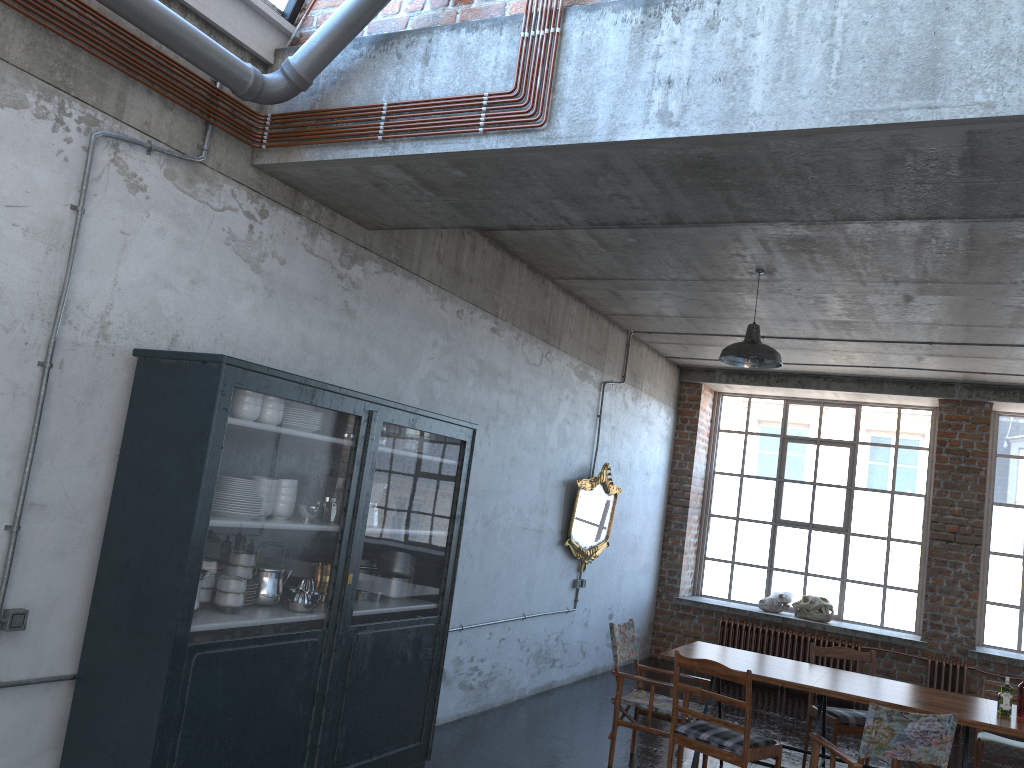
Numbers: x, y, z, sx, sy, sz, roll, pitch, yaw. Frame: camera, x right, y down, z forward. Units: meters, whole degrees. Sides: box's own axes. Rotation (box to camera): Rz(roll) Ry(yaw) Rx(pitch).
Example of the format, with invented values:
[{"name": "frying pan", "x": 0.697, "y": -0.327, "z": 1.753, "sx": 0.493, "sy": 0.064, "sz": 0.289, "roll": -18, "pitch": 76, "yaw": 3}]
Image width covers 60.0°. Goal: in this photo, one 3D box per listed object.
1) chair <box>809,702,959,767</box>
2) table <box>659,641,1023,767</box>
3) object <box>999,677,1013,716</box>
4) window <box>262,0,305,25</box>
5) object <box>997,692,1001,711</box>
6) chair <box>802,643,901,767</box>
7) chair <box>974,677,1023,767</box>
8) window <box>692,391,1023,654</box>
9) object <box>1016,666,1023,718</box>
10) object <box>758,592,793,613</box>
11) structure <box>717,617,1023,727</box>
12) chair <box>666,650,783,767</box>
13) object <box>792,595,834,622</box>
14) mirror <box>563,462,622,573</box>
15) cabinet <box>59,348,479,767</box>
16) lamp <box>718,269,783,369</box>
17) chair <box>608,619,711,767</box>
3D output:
[{"name": "chair", "x": 2.118, "y": 2.324, "z": 5.136, "sx": 0.574, "sy": 1.031, "sz": 0.713, "roll": 8, "pitch": -7, "yaw": -2}, {"name": "table", "x": 2.593, "y": 2.551, "z": 5.979, "sx": 3.112, "sy": 0.917, "sz": 1.067, "roll": 4, "pitch": -8, "yaw": 27}, {"name": "object", "x": 3.197, "y": 2.015, "z": 5.732, "sx": 0.070, "sy": 0.235, "sz": 0.041, "roll": 4, "pitch": -8, "yaw": 27}, {"name": "window", "x": -2.480, "y": -3.805, "z": 1.373, "sx": 0.994, "sy": 2.404, "sz": 8.048, "roll": 4, "pitch": -8, "yaw": 27}, {"name": "object", "x": 3.238, "y": 2.069, "z": 5.832, "sx": 0.077, "sy": 0.173, "sz": 0.077, "roll": 6, "pitch": -7, "yaw": 13}, {"name": "chair", "x": 2.718, "y": 2.662, "z": 7.064, "sx": 0.573, "sy": 1.028, "sz": 0.509, "roll": 9, "pitch": -7, "yaw": -8}, {"name": "chair", "x": 3.811, "y": 2.781, "z": 6.674, "sx": 0.589, "sy": 0.971, "sz": 0.577, "roll": 4, "pitch": -8, "yaw": 27}, {"name": "window", "x": 9.225, "y": 3.678, "z": 9.171, "sx": 19.864, "sy": 12.900, "sz": 0.747, "roll": 4, "pitch": -8, "yaw": 27}, {"name": "object", "x": 3.310, "y": 1.987, "z": 5.727, "sx": 0.075, "sy": 0.324, "sz": 0.075, "roll": 13, "pitch": -9, "yaw": -37}, {"name": "object", "x": 3.401, "y": 2.807, "z": 11.437, "sx": 0.575, "sy": 0.281, "sz": 0.281, "roll": 13, "pitch": -9, "yaw": -36}, {"name": "structure", "x": 4.938, "y": 3.478, "z": 10.045, "sx": 5.349, "sy": 0.713, "sz": 0.232, "roll": 4, "pitch": -8, "yaw": 27}, {"name": "chair", "x": 1.387, "y": 2.319, "z": 5.789, "sx": 0.509, "sy": 1.028, "sz": 0.573, "roll": 14, "pitch": -10, "yaw": -43}, {"name": "object", "x": 3.772, "y": 2.813, "z": 11.177, "sx": 0.418, "sy": 0.305, "sz": 0.625, "roll": 8, "pitch": -7, "yaw": 1}, {"name": "mirror", "x": 0.882, "y": 1.415, "z": 9.395, "sx": 0.172, "sy": 1.182, "sz": 1.339, "roll": 4, "pitch": -8, "yaw": 27}, {"name": "cabinet", "x": -1.156, "y": 1.182, "z": 4.945, "sx": 0.572, "sy": 2.297, "sz": 2.386, "roll": 4, "pitch": -8, "yaw": 27}, {"name": "lamp", "x": 1.944, "y": -0.605, "z": 7.071, "sx": 0.502, "sy": 0.891, "sz": 0.502, "roll": 3, "pitch": -8, "yaw": 31}, {"name": "chair", "x": 1.091, "y": 2.382, "z": 6.725, "sx": 0.713, "sy": 1.031, "sz": 0.574, "roll": 4, "pitch": -8, "yaw": 27}]
